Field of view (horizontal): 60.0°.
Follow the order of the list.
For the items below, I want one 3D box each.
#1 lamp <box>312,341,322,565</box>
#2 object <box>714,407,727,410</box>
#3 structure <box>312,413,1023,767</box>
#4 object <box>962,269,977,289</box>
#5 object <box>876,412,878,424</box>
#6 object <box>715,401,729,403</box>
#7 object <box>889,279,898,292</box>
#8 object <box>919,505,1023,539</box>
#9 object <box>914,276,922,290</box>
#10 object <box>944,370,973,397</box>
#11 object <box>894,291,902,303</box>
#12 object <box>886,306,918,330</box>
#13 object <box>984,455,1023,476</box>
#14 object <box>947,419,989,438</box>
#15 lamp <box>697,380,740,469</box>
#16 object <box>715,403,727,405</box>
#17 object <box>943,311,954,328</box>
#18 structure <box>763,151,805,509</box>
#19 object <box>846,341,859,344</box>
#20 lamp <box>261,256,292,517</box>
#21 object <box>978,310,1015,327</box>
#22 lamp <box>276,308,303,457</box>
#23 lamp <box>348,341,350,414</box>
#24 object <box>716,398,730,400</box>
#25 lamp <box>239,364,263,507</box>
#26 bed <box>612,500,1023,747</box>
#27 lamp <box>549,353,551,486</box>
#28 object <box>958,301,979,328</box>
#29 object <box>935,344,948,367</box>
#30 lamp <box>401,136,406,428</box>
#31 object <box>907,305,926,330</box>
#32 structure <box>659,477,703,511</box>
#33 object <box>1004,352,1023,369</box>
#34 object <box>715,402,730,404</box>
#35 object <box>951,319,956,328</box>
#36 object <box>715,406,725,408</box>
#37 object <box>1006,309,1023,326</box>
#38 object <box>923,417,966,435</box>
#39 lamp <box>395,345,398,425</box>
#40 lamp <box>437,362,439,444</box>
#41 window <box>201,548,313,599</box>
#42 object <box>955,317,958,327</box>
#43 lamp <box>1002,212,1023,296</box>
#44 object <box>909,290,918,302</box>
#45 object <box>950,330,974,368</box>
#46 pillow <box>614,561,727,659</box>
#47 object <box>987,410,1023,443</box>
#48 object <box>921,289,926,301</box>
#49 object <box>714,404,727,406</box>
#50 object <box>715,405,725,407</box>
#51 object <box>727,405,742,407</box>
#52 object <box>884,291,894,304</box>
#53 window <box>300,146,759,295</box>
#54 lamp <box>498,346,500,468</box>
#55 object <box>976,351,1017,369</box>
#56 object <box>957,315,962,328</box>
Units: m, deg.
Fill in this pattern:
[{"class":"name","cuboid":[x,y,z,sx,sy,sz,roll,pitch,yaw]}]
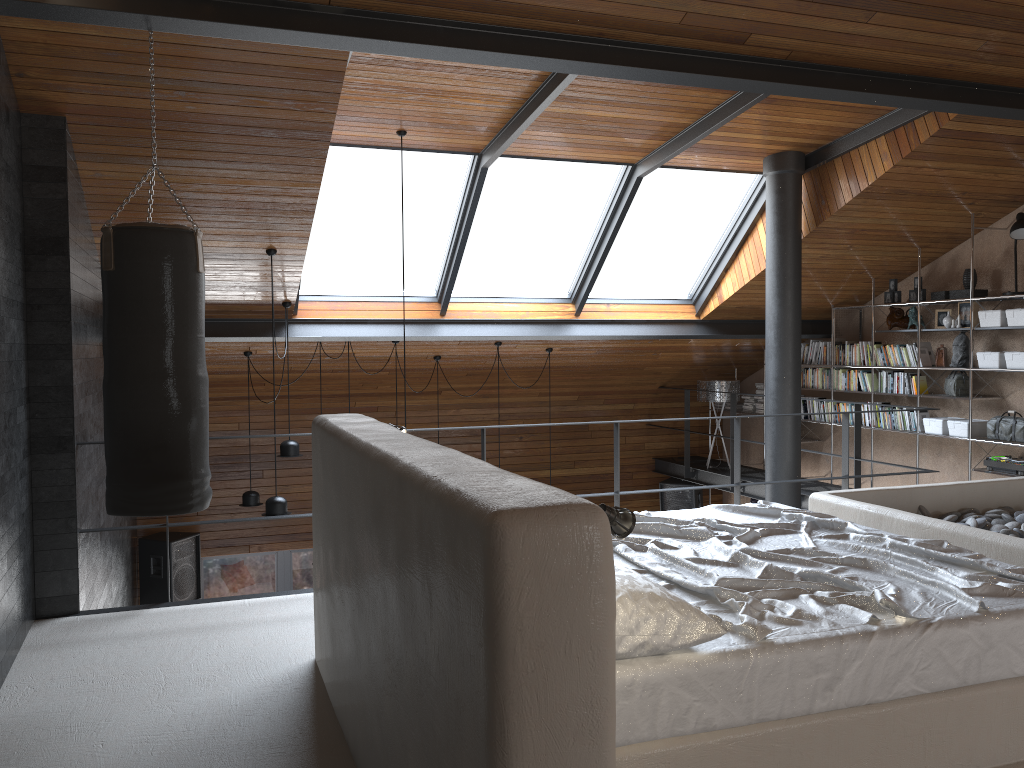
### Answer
[{"class":"lamp","cuboid":[-1.683,0.582,7.853,0.210,2.036,0.210,0,2,18]},{"class":"object","cuboid":[2.639,0.301,10.965,0.234,0.025,0.176,-1,2,-20]},{"class":"structure","cuboid":[1.684,0.681,3.567,4.614,1.120,2.634,-1,2,-20]},{"class":"object","cuboid":[3.870,-0.883,7.494,0.115,0.177,0.115,0,2,5]},{"class":"object","cuboid":[3.521,0.316,8.428,0.131,0.180,0.042,-1,2,-20]},{"class":"object","cuboid":[2.641,0.214,10.946,0.246,0.016,0.182,-1,2,-20]},{"class":"object","cuboid":[3.539,-0.916,8.229,0.029,0.114,0.084,-1,2,-12]},{"class":"object","cuboid":[2.764,0.800,4.547,1.842,0.246,1.435,-1,2,-20]},{"class":"object","cuboid":[3.670,-0.911,8.013,0.029,0.114,0.084,-1,2,-8]},{"class":"object","cuboid":[3.842,-0.015,7.635,0.166,0.240,0.390,0,2,13]},{"class":"object","cuboid":[3.564,-0.799,8.191,0.029,0.117,0.086,0,2,1]},{"class":"object","cuboid":[3.612,-0.609,8.201,0.278,0.222,0.138,1,3,26]},{"class":"object","cuboid":[4.057,0.649,7.119,0.320,0.114,0.404,-1,2,-20]},{"class":"object","cuboid":[3.877,0.375,7.501,0.295,0.136,0.228,-1,2,-20]},{"class":"lamp","cuboid":[2.373,0.460,10.198,0.475,1.002,0.475,0,2,4]},{"class":"object","cuboid":[2.650,0.245,10.974,0.216,0.012,0.161,-1,2,-20]},{"class":"object","cuboid":[3.765,-0.552,7.646,0.091,0.146,0.091,0,2,14]},{"class":"structure","cuboid":[2.312,0.977,7.066,1.197,5.700,1.689,-1,2,-20]},{"class":"object","cuboid":[3.387,-0.307,8.830,0.146,0.240,0.023,-1,2,-20]},{"class":"lamp","cuboid":[-1.697,0.008,6.327,0.210,1.854,0.210,0,2,18]},{"class":"object","cuboid":[3.974,-0.530,7.185,0.295,0.136,0.228,-1,2,-20]},{"class":"lamp","cuboid":[-1.806,-0.020,7.166,0.210,1.206,0.210,0,2,18]},{"class":"lamp","cuboid":[-1.418,0.654,7.780,0.210,2.273,0.210,0,2,18]},{"class":"object","cuboid":[2.637,0.176,10.944,0.252,0.028,0.180,-1,2,-20]},{"class":"lamp","cuboid":[-2.381,0.416,8.045,0.210,1.369,0.210,0,2,18]},{"class":"bed","cuboid":[0.698,0.812,3.224,2.011,0.485,1.826,-1,2,-20]},{"class":"lamp","cuboid":[0.388,0.462,9.017,0.210,1.565,0.210,0,2,18]},{"class":"object","cuboid":[3.841,-0.580,7.461,0.062,0.219,0.157,-1,2,-20]},{"class":"object","cuboid":[3.761,-0.248,7.773,0.082,0.202,0.227,1,3,32]},{"class":"lamp","cuboid":[-0.757,-0.137,6.260,0.210,3.208,0.210,0,2,3]},{"class":"object","cuboid":[3.655,-0.598,8.002,0.197,0.220,0.102,-2,3,-35]},{"class":"structure","cuboid":[2.102,1.511,10.848,0.461,0.735,0.488,1,3,30]},{"class":"object","cuboid":[4.059,-0.186,6.951,0.295,0.136,0.228,-1,2,-20]},{"class":"object","cuboid":[2.648,0.230,10.964,0.224,0.017,0.167,-1,2,-20]},{"class":"object","cuboid":[3.748,-0.512,7.526,0.037,0.077,0.037,-2,3,-34]},{"class":"object","cuboid":[2.652,0.283,10.969,0.216,0.013,0.161,-1,2,-20]},{"class":"object","cuboid":[4.061,-0.521,6.939,0.295,0.136,0.228,-1,2,-20]},{"class":"object","cuboid":[3.787,0.366,7.754,0.295,0.136,0.228,-1,2,-20]},{"class":"lamp","cuboid":[-1.066,0.635,8.249,0.210,2.034,0.210,0,2,18]},{"class":"lamp","cuboid":[-0.729,0.593,8.803,0.210,2.002,0.210,0,2,18]},{"class":"window","cuboid":[-0.784,2.462,10.750,5.936,1.522,0.101,-1,2,-20]},{"class":"object","cuboid":[3.878,-0.555,7.690,0.067,0.150,0.067,0,2,20]},{"class":"lamp","cuboid":[4.027,-1.030,7.045,0.233,0.660,0.322,1,3,34]},{"class":"object","cuboid":[3.657,-0.797,8.065,0.029,0.117,0.086,-2,3,-29]},{"class":"object","cuboid":[3.821,-0.285,7.548,0.157,0.339,0.229,0,2,7]},{"class":"pillow","cuboid":[0.166,0.582,2.524,0.502,0.176,0.837,-1,2,-19]},{"class":"object","cuboid":[4.012,0.336,7.116,0.166,0.247,0.376,-1,2,-22]},{"class":"object","cuboid":[3.692,-0.794,7.973,0.029,0.117,0.086,0,2,5]},{"class":"object","cuboid":[2.637,0.258,10.963,0.243,0.012,0.159,-1,2,-20]},{"class":"object","cuboid":[2.648,0.269,10.976,0.218,0.013,0.161,-1,2,-20]},{"class":"object","cuboid":[2.727,0.267,10.713,0.201,0.013,0.161,-1,2,-20]},{"class":"object","cuboid":[3.522,-0.803,8.279,0.029,0.117,0.086,-2,3,-34]},{"class":"window","cuboid":[0.167,-1.334,7.613,3.818,1.031,1.213,-1,2,-20]},{"class":"lamp","cuboid":[-0.125,0.548,8.671,0.210,1.911,0.210,0,2,18]},{"class":"object","cuboid":[3.970,-0.195,7.201,0.295,0.136,0.228,-1,2,-20]},{"class":"object","cuboid":[3.773,-0.529,7.482,0.037,0.114,0.037,-2,3,-34]}]
